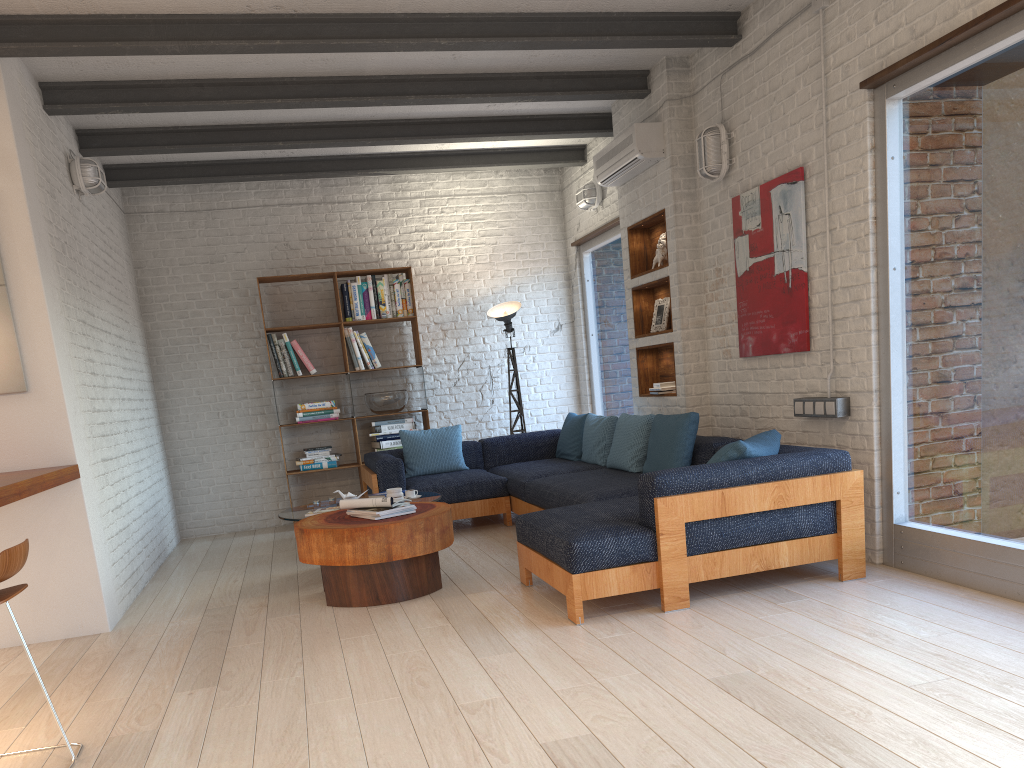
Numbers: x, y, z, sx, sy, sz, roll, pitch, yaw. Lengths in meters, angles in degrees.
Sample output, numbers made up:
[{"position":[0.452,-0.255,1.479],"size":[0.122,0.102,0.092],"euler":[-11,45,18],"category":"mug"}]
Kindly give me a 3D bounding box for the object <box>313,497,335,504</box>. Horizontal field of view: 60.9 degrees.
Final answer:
[{"position":[-1.270,0.812,6.166],"size":[0.297,0.028,0.068],"euler":[-6,2,-36],"category":"object"}]

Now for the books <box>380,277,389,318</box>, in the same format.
[{"position":[-1.149,-0.758,7.833],"size":[0.020,0.367,0.267],"euler":[-8,7,-14],"category":"books"}]

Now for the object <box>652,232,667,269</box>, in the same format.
[{"position":[1.066,-0.944,6.204],"size":[0.112,0.248,0.212],"euler":[-7,6,-6],"category":"object"}]

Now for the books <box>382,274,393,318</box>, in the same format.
[{"position":[-1.125,-0.774,7.850],"size":[0.036,0.392,0.239],"euler":[-8,8,-14],"category":"books"}]

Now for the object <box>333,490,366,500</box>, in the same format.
[{"position":[-1.112,0.764,6.021],"size":[0.187,0.093,0.190],"euler":[-5,2,12],"category":"object"}]

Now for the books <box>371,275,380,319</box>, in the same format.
[{"position":[-1.232,-0.763,7.812],"size":[0.036,0.392,0.239],"euler":[-8,8,-14],"category":"books"}]

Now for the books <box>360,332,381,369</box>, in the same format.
[{"position":[-1.288,-0.295,7.867],"size":[0.157,0.336,0.250],"euler":[-8,7,-14],"category":"books"}]

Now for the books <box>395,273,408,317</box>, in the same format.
[{"position":[-0.996,-0.788,7.867],"size":[0.036,0.392,0.239],"euler":[-8,8,-14],"category":"books"}]

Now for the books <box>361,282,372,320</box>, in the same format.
[{"position":[-1.313,-0.727,7.807],"size":[0.055,0.337,0.250],"euler":[-8,7,-14],"category":"books"}]

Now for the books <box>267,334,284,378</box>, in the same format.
[{"position":[-2.085,-0.241,7.682],"size":[0.091,0.393,0.239],"euler":[-8,8,-14],"category":"books"}]

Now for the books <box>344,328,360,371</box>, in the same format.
[{"position":[-1.450,-0.305,7.844],"size":[0.101,0.392,0.239],"euler":[-8,8,-14],"category":"books"}]

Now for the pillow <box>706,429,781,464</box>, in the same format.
[{"position":[1.147,0.427,4.465],"size":[0.377,0.335,0.552],"euler":[-2,5,36],"category":"pillow"}]

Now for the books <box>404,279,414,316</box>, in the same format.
[{"position":[-0.950,-0.765,7.899],"size":[0.055,0.337,0.250],"euler":[-8,7,-14],"category":"books"}]

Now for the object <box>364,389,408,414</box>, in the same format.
[{"position":[-1.147,0.171,7.997],"size":[0.405,0.206,0.392],"euler":[-5,3,28],"category":"object"}]

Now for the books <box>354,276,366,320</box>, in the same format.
[{"position":[-1.358,-0.750,7.778],"size":[0.036,0.392,0.239],"euler":[-8,8,-14],"category":"books"}]

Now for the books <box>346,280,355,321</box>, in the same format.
[{"position":[-1.442,-0.728,7.774],"size":[0.020,0.367,0.267],"euler":[-8,7,-14],"category":"books"}]

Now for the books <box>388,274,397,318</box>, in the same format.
[{"position":[-1.087,-0.778,7.846],"size":[0.036,0.392,0.239],"euler":[-8,8,-14],"category":"books"}]

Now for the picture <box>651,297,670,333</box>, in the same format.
[{"position":[1.100,-0.504,6.382],"size":[0.101,0.250,0.191],"euler":[-10,8,-23],"category":"picture"}]

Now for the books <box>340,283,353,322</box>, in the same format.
[{"position":[-1.478,-0.710,7.769],"size":[0.055,0.337,0.250],"euler":[-8,7,-14],"category":"books"}]

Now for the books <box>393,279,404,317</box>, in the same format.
[{"position":[-1.038,-0.755,7.856],"size":[0.055,0.337,0.250],"euler":[-8,7,-14],"category":"books"}]

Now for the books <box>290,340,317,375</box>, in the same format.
[{"position":[-1.858,-0.232,7.760],"size":[0.194,0.326,0.250],"euler":[-8,7,-14],"category":"books"}]

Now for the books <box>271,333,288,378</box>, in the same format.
[{"position":[-2.051,-0.245,7.698],"size":[0.091,0.393,0.239],"euler":[-8,8,-14],"category":"books"}]

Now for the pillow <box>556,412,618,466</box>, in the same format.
[{"position":[0.595,0.441,7.065],"size":[0.242,0.406,1.093],"euler":[-8,2,-16],"category":"pillow"}]

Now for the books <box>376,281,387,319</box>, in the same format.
[{"position":[-1.181,-0.741,7.813],"size":[0.055,0.337,0.250],"euler":[-8,7,-14],"category":"books"}]

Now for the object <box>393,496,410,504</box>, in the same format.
[{"position":[-0.693,0.708,5.254],"size":[0.145,0.057,0.173],"euler":[-7,2,-25],"category":"object"}]

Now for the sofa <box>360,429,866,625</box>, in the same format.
[{"position":[0.210,0.758,5.857],"size":[2.068,0.673,3.900],"euler":[-6,1,-14],"category":"sofa"}]

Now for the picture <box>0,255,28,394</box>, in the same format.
[{"position":[-2.837,-0.438,4.280],"size":[0.652,1.039,0.019],"euler":[-7,11,-13],"category":"picture"}]

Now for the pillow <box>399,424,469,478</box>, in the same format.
[{"position":[-0.655,0.559,7.288],"size":[0.552,0.418,0.219],"euler":[-7,8,-14],"category":"pillow"}]

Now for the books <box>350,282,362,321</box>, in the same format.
[{"position":[-1.399,-0.718,7.769],"size":[0.055,0.337,0.250],"euler":[-8,7,-14],"category":"books"}]

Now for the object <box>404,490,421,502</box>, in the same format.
[{"position":[-0.660,0.738,5.762],"size":[0.153,0.058,0.268],"euler":[-6,1,-21],"category":"object"}]

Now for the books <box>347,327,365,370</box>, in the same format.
[{"position":[-1.408,-0.308,7.831],"size":[0.103,0.392,0.239],"euler":[-8,8,-14],"category":"books"}]

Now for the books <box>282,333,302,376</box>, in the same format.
[{"position":[-1.945,-0.254,7.711],"size":[0.120,0.390,0.239],"euler":[-8,8,-14],"category":"books"}]

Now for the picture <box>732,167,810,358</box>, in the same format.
[{"position":[1.479,-0.653,5.023],"size":[0.019,0.981,0.731],"euler":[-8,7,-14],"category":"picture"}]

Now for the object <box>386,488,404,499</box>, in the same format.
[{"position":[-0.744,0.720,5.549],"size":[0.108,0.110,0.105],"euler":[-6,6,2],"category":"object"}]

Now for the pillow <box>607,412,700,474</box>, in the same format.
[{"position":[0.912,0.392,5.765],"size":[0.253,0.424,1.196],"euler":[-8,2,-15],"category":"pillow"}]

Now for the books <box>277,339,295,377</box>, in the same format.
[{"position":[-2.004,-0.224,7.733],"size":[0.102,0.341,0.250],"euler":[-8,7,-14],"category":"books"}]

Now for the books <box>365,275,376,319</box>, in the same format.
[{"position":[-1.266,-0.760,7.794],"size":[0.036,0.392,0.239],"euler":[-8,8,-14],"category":"books"}]
